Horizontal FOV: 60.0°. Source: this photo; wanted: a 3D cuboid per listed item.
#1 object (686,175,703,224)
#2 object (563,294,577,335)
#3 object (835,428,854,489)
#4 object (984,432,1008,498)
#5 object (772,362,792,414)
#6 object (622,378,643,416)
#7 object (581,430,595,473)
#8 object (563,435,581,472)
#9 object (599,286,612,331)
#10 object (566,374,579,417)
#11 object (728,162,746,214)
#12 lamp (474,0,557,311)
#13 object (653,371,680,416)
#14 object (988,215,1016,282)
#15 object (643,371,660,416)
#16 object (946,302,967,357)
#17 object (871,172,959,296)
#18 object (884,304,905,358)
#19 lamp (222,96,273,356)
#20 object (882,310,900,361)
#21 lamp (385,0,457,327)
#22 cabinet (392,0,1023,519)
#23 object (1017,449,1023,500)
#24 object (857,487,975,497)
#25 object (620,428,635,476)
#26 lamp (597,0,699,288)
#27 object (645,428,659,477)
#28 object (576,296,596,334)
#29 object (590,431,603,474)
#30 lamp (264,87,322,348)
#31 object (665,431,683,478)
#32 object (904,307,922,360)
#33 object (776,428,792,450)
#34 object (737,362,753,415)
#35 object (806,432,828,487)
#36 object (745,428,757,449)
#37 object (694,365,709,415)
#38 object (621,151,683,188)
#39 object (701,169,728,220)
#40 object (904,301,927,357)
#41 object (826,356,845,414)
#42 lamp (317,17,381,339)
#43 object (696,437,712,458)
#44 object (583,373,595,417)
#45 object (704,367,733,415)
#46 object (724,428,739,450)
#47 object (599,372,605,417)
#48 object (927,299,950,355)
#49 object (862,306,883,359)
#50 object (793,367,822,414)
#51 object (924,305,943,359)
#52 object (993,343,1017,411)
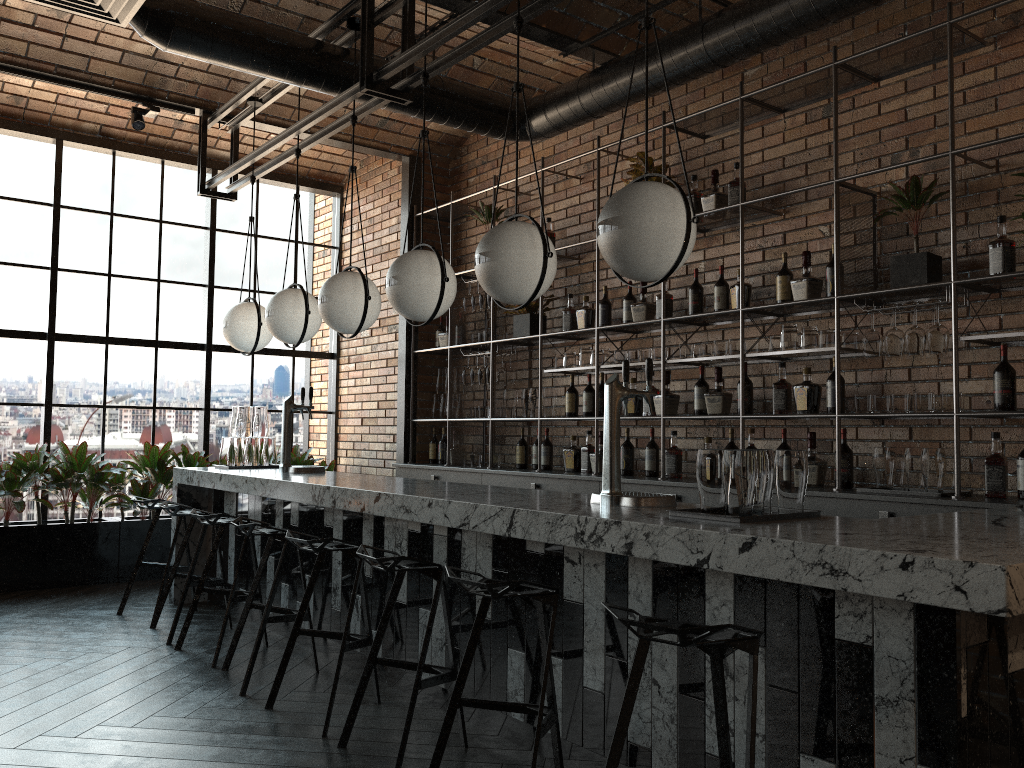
[{"bbox_3d":[1.076,-1.092,5.236,0.083,0.282,0.083,3,-4,-37],"label":"object"},{"bbox_3d":[0.399,-0.478,6.078,0.083,0.282,0.083,-2,-4,38],"label":"object"},{"bbox_3d":[1.644,0.367,4.392,0.086,0.299,0.086,0,-3,11],"label":"object"},{"bbox_3d":[2.082,0.348,3.814,0.083,0.282,0.083,-2,-4,38],"label":"object"},{"bbox_3d":[1.429,0.027,4.692,0.083,0.282,0.083,-2,-4,38],"label":"object"},{"bbox_3d":[0.760,0.087,5.562,0.151,0.248,0.094,-2,-4,41],"label":"object"},{"bbox_3d":[0.509,0.447,5.865,0.083,0.282,0.083,3,-4,-37],"label":"object"},{"bbox_3d":[0.415,0.471,5.986,0.151,0.248,0.094,-2,-4,41],"label":"object"},{"bbox_3d":[0.611,-0.497,5.823,0.086,0.298,0.086,0,-3,11],"label":"object"},{"bbox_3d":[0.409,0.084,6.033,0.086,0.299,0.086,0,-3,11],"label":"object"},{"bbox_3d":[1.266,-1.104,4.988,0.083,0.282,0.083,-2,-4,38],"label":"object"},{"bbox_3d":[0.023,-1.177,3.664,0.340,1.754,0.340,0,-3,9],"label":"lamp"},{"bbox_3d":[0.928,0.059,5.323,0.123,0.279,0.123,2,-4,-24],"label":"object"},{"bbox_3d":[2.119,-0.586,3.835,0.083,0.282,0.083,2,-4,-22],"label":"object"},{"bbox_3d":[0.855,0.063,5.441,0.083,0.282,0.083,3,-4,-37],"label":"object"},{"bbox_3d":[2.028,-0.246,4.050,0.092,0.244,0.092,1,-3,2],"label":"object"},{"bbox_3d":[1.864,-0.711,4.120,0.374,0.560,0.398,-1,-4,25],"label":"object"},{"bbox_3d":[1.774,-0.246,4.111,0.092,0.244,0.092,1,-3,2],"label":"object"},{"bbox_3d":[-1.760,-1.064,5.988,0.340,1.754,0.340,0,-3,9],"label":"lamp"},{"bbox_3d":[1.838,-0.234,4.298,0.092,0.244,0.092,1,-3,2],"label":"object"},{"bbox_3d":[-0.423,-1.149,4.245,0.340,1.754,0.340,0,-3,9],"label":"lamp"},{"bbox_3d":[0.195,-0.321,6.268,0.564,3.779,7.075,3,-4,-37],"label":"cabinet"},{"bbox_3d":[2.170,0.337,3.724,0.086,0.298,0.086,0,-3,11],"label":"object"},{"bbox_3d":[1.829,0.491,4.045,0.273,0.019,0.437,3,-4,-37],"label":"object"},{"bbox_3d":[0.722,0.423,5.547,0.086,0.297,0.086,1,-3,-4],"label":"object"},{"bbox_3d":[0.469,-1.205,3.083,0.340,1.754,0.340,0,-3,9],"label":"lamp"},{"bbox_3d":[0.858,0.418,5.424,0.086,0.298,0.086,0,-3,11],"label":"object"},{"bbox_3d":[0.495,-0.466,5.949,0.094,0.248,0.151,3,-4,-34],"label":"object"},{"bbox_3d":[0.583,0.444,5.747,0.123,0.279,0.123,2,-4,-24],"label":"object"},{"bbox_3d":[-1.314,-1.092,5.407,0.340,1.754,0.340,0,-3,9],"label":"lamp"},{"bbox_3d":[0.963,0.419,5.273,0.083,0.282,0.083,-2,-4,38],"label":"object"},{"bbox_3d":[1.905,-0.238,4.211,0.092,0.244,0.092,1,-3,2],"label":"object"},{"bbox_3d":[1.434,0.381,4.672,0.086,0.298,0.086,0,-3,11],"label":"object"},{"bbox_3d":[1.285,0.027,4.887,0.086,0.299,0.086,0,-3,11],"label":"object"},{"bbox_3d":[1.528,0.384,4.515,0.123,0.279,0.123,-2,-4,41],"label":"object"},{"bbox_3d":[1.304,0.390,4.829,0.080,0.299,0.080,3,-4,-35],"label":"object"},{"bbox_3d":[1.099,0.040,5.136,0.086,0.298,0.086,0,-3,11],"label":"object"},{"bbox_3d":[0.869,-1.197,5.575,0.430,0.526,0.425,3,-4,-35],"label":"object"},{"bbox_3d":[1.172,-1.096,5.114,0.123,0.279,0.123,3,-4,-34],"label":"object"},{"bbox_3d":[1.834,-0.249,4.033,0.092,0.244,0.092,1,-3,2],"label":"object"},{"bbox_3d":[1.627,0.008,4.457,0.086,0.298,0.086,0,-3,11],"label":"object"},{"bbox_3d":[-0.868,-1.121,4.826,0.340,1.754,0.340,0,-3,9],"label":"lamp"},{"bbox_3d":[1.121,0.426,5.065,0.094,0.248,0.151,2,-4,-28],"label":"object"},{"bbox_3d":[0.518,0.079,5.932,0.086,0.298,0.086,0,-3,11],"label":"object"},{"bbox_3d":[1.168,0.044,5.011,0.123,0.279,0.123,-2,-4,41],"label":"object"},{"bbox_3d":[1.226,0.396,4.953,0.086,0.298,0.086,0,-3,11],"label":"object"},{"bbox_3d":[0.588,0.072,5.795,0.086,0.297,0.086,0,-3,11],"label":"object"},{"bbox_3d":[1.897,-0.253,3.950,0.092,0.244,0.092,1,-3,2],"label":"object"},{"bbox_3d":[1.707,-0.241,4.198,0.092,0.244,0.092,1,-3,2],"label":"object"},{"bbox_3d":[1.522,0.039,4.570,0.094,0.248,0.151,2,-4,-28],"label":"object"},{"bbox_3d":[1.965,-0.242,4.133,0.092,0.244,0.092,1,-3,2],"label":"object"},{"bbox_3d":[2.114,-0.025,3.806,0.086,0.299,0.086,0,-3,11],"label":"object"}]
